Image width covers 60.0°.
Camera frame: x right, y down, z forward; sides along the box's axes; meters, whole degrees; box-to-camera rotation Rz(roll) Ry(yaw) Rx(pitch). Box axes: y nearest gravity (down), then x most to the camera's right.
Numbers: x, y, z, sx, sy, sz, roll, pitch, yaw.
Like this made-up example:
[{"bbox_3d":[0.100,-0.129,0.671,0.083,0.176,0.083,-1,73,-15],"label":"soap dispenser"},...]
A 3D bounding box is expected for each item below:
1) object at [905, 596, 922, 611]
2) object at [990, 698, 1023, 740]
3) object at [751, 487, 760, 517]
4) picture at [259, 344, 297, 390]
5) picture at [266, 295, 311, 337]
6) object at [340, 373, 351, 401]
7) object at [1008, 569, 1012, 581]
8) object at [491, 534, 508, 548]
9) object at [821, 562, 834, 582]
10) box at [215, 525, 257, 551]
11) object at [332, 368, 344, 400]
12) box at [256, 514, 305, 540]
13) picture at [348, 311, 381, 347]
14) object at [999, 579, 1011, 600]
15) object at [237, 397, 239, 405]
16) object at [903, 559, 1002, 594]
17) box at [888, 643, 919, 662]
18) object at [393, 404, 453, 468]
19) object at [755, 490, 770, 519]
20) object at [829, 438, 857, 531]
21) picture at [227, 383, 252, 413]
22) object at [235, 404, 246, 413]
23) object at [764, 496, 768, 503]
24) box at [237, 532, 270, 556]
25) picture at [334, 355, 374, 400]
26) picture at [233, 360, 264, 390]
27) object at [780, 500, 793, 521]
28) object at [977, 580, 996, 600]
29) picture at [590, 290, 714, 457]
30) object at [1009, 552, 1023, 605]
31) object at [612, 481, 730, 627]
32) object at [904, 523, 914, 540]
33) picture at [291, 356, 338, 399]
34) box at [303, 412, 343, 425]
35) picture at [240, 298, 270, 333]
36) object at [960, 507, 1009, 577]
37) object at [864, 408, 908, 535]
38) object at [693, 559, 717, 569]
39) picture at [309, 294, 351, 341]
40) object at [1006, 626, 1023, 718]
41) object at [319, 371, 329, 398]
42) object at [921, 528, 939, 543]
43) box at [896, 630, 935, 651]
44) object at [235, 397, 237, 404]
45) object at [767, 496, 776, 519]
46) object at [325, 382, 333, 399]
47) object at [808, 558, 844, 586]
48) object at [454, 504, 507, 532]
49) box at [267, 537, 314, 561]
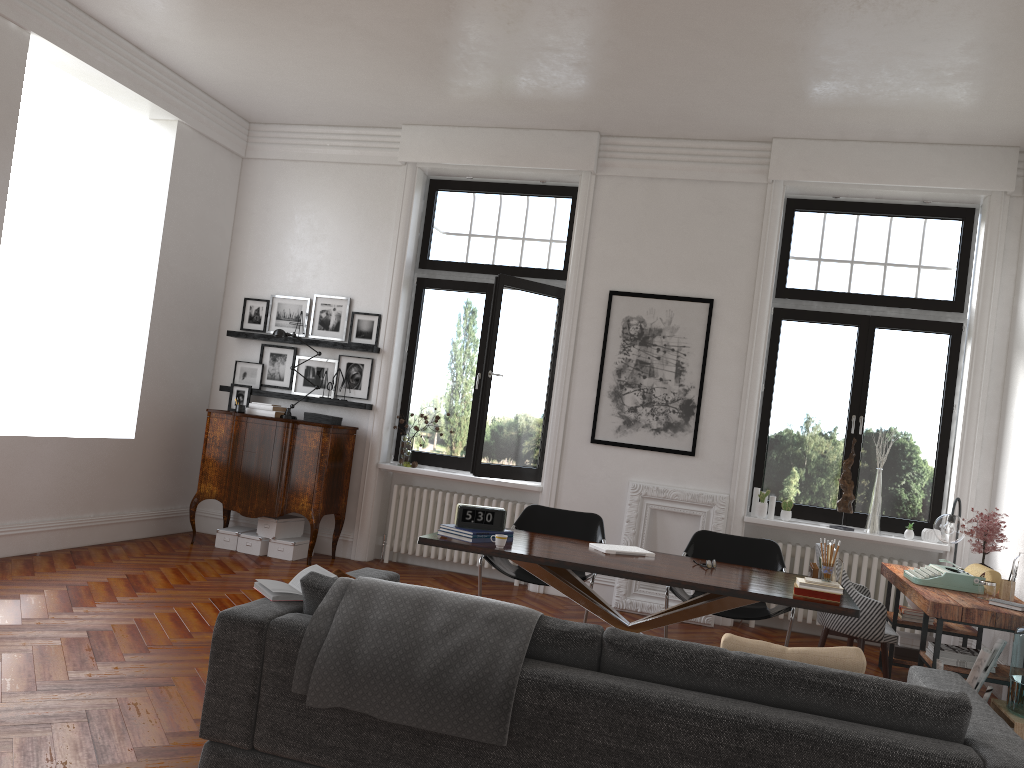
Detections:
[{"bbox_3d":[2.857,1.534,6.238,0.174,0.110,0.173,9,-3,-38],"label":"object"},{"bbox_3d":[2.616,1.815,4.419,0.341,0.316,0.435,7,-2,15],"label":"object"},{"bbox_3d":[2.029,0.984,7.387,0.051,0.238,0.051,8,-2,-40],"label":"object"},{"bbox_3d":[-2.229,-0.163,8.394,0.373,0.406,0.020,7,-1,15],"label":"picture"},{"bbox_3d":[-2.117,-0.645,8.392,0.415,0.367,0.020,7,-1,15],"label":"picture"},{"bbox_3d":[-1.532,0.029,8.176,0.110,0.262,0.040,7,-1,15],"label":"object"},{"bbox_3d":[2.972,1.182,5.305,0.054,0.207,0.008,8,-1,-20],"label":"object"},{"bbox_3d":[-0.066,0.838,4.730,0.082,0.065,0.064,6,-2,36],"label":"object"},{"bbox_3d":[1.578,0.941,4.437,0.058,0.091,0.058,7,-2,2],"label":"object"},{"bbox_3d":[-2.487,1.398,8.015,0.209,0.177,0.394,7,-2,10],"label":"box"},{"bbox_3d":[-1.603,0.001,8.167,0.118,0.298,0.040,7,-1,15],"label":"object"},{"bbox_3d":[-2.060,1.271,7.908,0.209,0.177,0.395,6,-3,25],"label":"box"},{"bbox_3d":[-1.361,-0.506,8.184,0.289,0.303,0.020,7,-1,15],"label":"picture"},{"bbox_3d":[2.952,1.229,5.291,0.058,0.113,0.075,7,-2,15],"label":"object"},{"bbox_3d":[-2.436,0.187,7.904,0.045,0.139,0.010,7,-1,12],"label":"object"},{"bbox_3d":[2.770,1.197,5.627,0.484,0.149,0.535,7,-3,14],"label":"object"},{"bbox_3d":[2.832,1.883,6.228,0.317,0.082,0.296,7,-3,15],"label":"box"},{"bbox_3d":[-0.820,0.478,8.168,0.542,0.599,0.317,8,-2,-14],"label":"object"},{"bbox_3d":[2.052,0.979,7.272,0.102,0.244,0.098,7,-2,-7],"label":"object"},{"bbox_3d":[2.706,0.805,7.160,0.143,0.753,0.165,8,-2,-33],"label":"object"},{"bbox_3d":[-2.549,0.133,8.300,0.213,0.257,0.020,7,-1,15],"label":"picture"},{"bbox_3d":[-2.416,0.223,7.881,0.091,0.077,0.091,8,-2,-12],"label":"object"},{"bbox_3d":[2.086,1.002,7.351,0.051,0.213,0.051,8,-2,-40],"label":"object"},{"bbox_3d":[-2.229,1.426,7.913,0.244,0.177,0.395,6,-3,20],"label":"box"},{"bbox_3d":[-1.464,-0.062,8.188,0.343,0.384,0.020,7,-1,15],"label":"picture"},{"bbox_3d":[-2.512,-0.083,8.439,0.299,0.253,0.020,7,-1,15],"label":"picture"},{"bbox_3d":[2.273,1.039,7.325,0.097,0.185,0.099,6,-2,38],"label":"object"},{"bbox_3d":[2.778,1.207,5.188,0.093,0.101,0.093,7,-2,7],"label":"object"},{"bbox_3d":[1.180,-0.100,7.501,0.882,1.323,0.035,7,-1,15],"label":"picture"},{"bbox_3d":[2.915,1.118,5.068,0.112,0.302,0.111,8,-2,-38],"label":"object"},{"bbox_3d":[1.301,1.385,7.287,0.829,1.061,0.234,7,-1,15],"label":"object"},{"bbox_3d":[3.146,1.161,7.015,0.072,0.134,0.072,6,-2,40],"label":"object"},{"bbox_3d":[-1.839,-0.061,8.285,0.433,0.365,0.020,7,-1,15],"label":"picture"},{"bbox_3d":[-1.701,0.316,7.986,0.282,0.086,0.209,7,-2,15],"label":"box"},{"bbox_3d":[-2.460,-0.658,8.484,0.266,0.315,0.020,7,-1,15],"label":"picture"},{"bbox_3d":[3.134,1.067,5.888,0.309,0.528,0.289,8,-2,-30],"label":"object"},{"bbox_3d":[2.985,0.684,7.067,0.295,1.053,0.290,7,-2,18],"label":"object"},{"bbox_3d":[1.105,1.009,5.003,0.114,0.047,0.132,8,-3,-22],"label":"object"},{"bbox_3d":[-1.702,-0.618,8.281,0.369,0.408,0.020,7,-1,15],"label":"picture"},{"bbox_3d":[2.793,0.637,4.263,0.354,2.057,0.808,7,-2,-4],"label":"object"},{"bbox_3d":[-1.731,0.005,8.192,0.124,0.260,0.040,7,-1,15],"label":"object"},{"bbox_3d":[3.330,1.205,7.051,0.134,0.097,0.132,8,-2,-15],"label":"object"},{"bbox_3d":[2.842,1.808,6.233,0.256,0.066,0.238,7,-3,16],"label":"box"},{"bbox_3d":[-2.448,0.178,7.883,0.050,0.119,0.010,7,-1,18],"label":"object"},{"bbox_3d":[2.142,1.020,7.311,0.051,0.188,0.051,8,-2,-40],"label":"object"},{"bbox_3d":[-1.679,0.060,8.147,0.066,0.160,0.040,7,-1,15],"label":"object"},{"bbox_3d":[1.654,1.003,4.687,0.149,0.166,0.229,7,-2,15],"label":"object"},{"bbox_3d":[-0.173,0.744,4.929,0.275,0.125,0.082,8,-2,-11],"label":"object"},{"bbox_3d":[-1.956,1.459,7.871,0.244,0.177,0.395,7,-2,15],"label":"box"}]
